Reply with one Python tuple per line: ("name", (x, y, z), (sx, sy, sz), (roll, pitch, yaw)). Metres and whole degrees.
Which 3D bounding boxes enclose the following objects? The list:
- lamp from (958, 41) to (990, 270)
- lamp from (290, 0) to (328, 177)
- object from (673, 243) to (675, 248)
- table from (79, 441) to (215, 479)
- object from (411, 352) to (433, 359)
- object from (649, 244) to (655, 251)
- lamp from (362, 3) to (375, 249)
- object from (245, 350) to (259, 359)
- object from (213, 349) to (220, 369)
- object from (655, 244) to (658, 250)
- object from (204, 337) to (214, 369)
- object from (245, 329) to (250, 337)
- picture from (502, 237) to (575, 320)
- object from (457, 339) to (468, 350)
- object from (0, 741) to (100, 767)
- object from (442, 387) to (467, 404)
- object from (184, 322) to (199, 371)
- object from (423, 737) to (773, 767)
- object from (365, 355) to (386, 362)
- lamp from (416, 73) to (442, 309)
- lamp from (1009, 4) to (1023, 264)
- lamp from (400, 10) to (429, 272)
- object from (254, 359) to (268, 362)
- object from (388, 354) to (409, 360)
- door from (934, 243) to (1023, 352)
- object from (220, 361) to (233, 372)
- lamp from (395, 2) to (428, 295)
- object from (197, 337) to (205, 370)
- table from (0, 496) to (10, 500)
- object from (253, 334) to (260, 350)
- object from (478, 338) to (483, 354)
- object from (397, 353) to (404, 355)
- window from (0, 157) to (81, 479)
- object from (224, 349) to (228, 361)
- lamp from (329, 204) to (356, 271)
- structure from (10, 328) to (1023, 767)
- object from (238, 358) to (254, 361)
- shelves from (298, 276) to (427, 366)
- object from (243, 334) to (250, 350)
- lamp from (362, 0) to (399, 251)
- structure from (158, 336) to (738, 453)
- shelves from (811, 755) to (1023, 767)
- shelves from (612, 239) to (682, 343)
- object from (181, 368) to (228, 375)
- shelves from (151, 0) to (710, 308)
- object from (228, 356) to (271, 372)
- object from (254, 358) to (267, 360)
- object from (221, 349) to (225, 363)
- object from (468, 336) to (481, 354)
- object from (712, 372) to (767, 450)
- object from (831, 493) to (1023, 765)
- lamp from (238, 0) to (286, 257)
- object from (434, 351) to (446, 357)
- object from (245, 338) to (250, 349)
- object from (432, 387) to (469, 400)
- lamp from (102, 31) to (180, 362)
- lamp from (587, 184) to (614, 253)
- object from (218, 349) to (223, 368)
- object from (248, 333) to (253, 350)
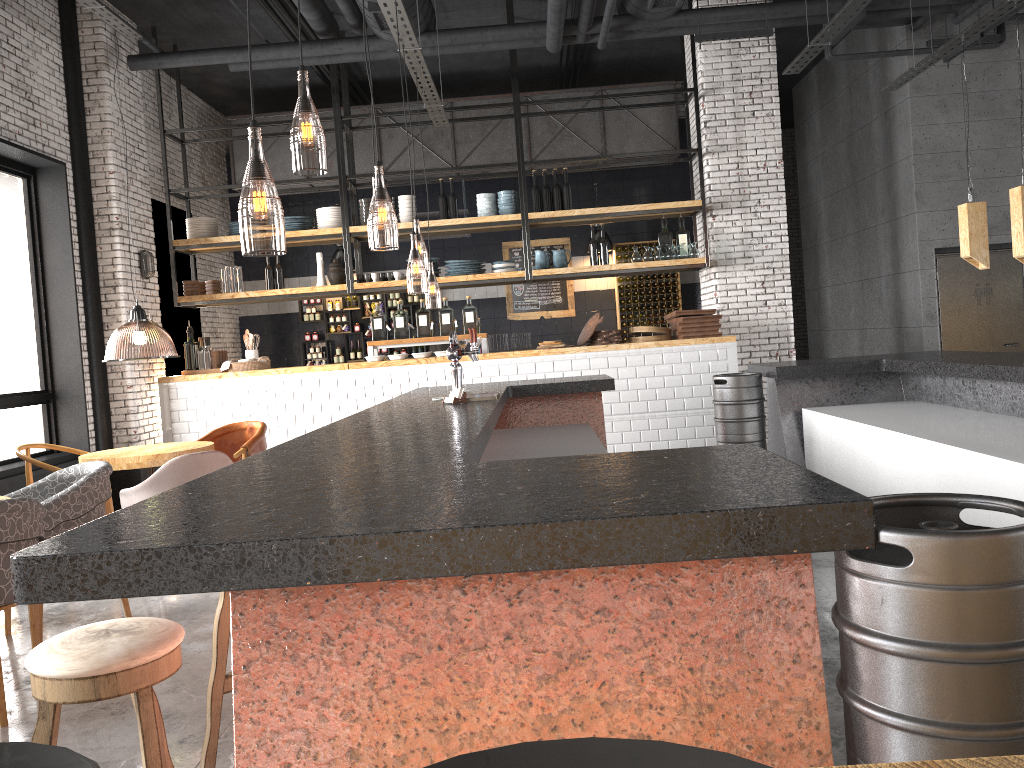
("lamp", (3.061, -1.536, 5.940), (0.127, 1.546, 0.127), (-4, 2, 2))
("lamp", (-0.668, -1.434, 2.663), (0.108, 1.598, 0.108), (-3, 2, 34))
("object", (2.247, -1.937, 12.427), (0.079, 0.079, 0.284), (-4, 3, 2))
("table", (-2.675, 0.891, 6.601), (0.932, 0.809, 0.933), (-2, 3, 44))
("object", (-0.919, -0.292, 9.059), (0.216, 0.055, 0.324), (-4, 3, 2))
("object", (1.964, -1.916, 12.412), (0.079, 0.079, 0.284), (-4, 3, 2))
("lamp", (-0.632, -1.394, 3.862), (0.108, 1.598, 0.108), (-3, 2, 34))
("object", (-2.735, -0.256, 9.342), (0.129, 0.204, 0.129), (-3, 2, 37))
("object", (-3.086, -0.239, 9.262), (0.056, 0.249, 0.056), (-5, 2, -36))
("object", (2.058, -1.923, 12.413), (0.079, 0.079, 0.284), (-4, 3, 2))
("object", (-3.173, -0.307, 9.272), (0.070, 0.367, 0.107), (-4, 2, 1))
("object", (-2.784, -0.437, 9.386), (0.090, 0.289, 0.017), (-3, 2, 38))
("picture", (0.385, -1.504, 12.767), (0.980, 1.141, 0.021), (-4, 2, 1))
("object", (-0.501, -0.377, 9.060), (0.122, 0.165, 0.112), (-3, 2, 36))
("object", (-0.319, 0.256, 0.400), (0.257, 0.076, 0.257), (-2, 3, 39))
("object", (-0.328, 0.063, 5.040), (0.091, 0.091, 0.177), (-5, 3, -23))
("object", (-3.348, -0.387, 9.259), (0.106, 0.554, 0.157), (-4, 2, 1))
("object", (0.031, 0.236, 0.374), (0.306, 0.039, 0.306), (-5, 3, -16))
("object", (-1.391, -0.258, 9.062), (0.216, 0.055, 0.324), (-4, 3, 2))
("lamp", (-0.571, -1.290, 5.807), (0.108, 1.598, 0.108), (-3, 2, 34))
("lamp", (3.047, -1.475, 5.290), (0.127, 1.606, 0.127), (-4, 2, 2))
("lamp", (-0.599, -1.460, 5.212), (0.108, 1.598, 0.108), (-3, 2, 34))
("object", (-2.619, -0.218, 9.236), (0.161, 0.075, 0.160), (-6, 3, -35))
("object", (-1.158, -0.275, 9.043), (0.216, 0.059, 0.324), (-4, 3, 2))
("door", (5.226, -0.486, 9.851), (1.120, 2.102, 0.158), (-4, 2, 1))
("object", (-2.866, -0.190, 9.174), (0.187, 0.110, 0.283), (-2, 3, 38))
("lamp", (-0.544, -1.263, 4.563), (0.108, 1.598, 0.108), (-5, 2, -17))
("object", (-3.238, -0.302, 9.272), (0.070, 0.367, 0.107), (-4, 2, 1))
("table", (-2.870, 1.018, 4.202), (0.933, 0.809, 0.932), (-6, 3, -41))
("object", (-2.708, -0.347, 9.337), (0.123, 0.358, 0.076), (-4, 2, 17))
("object", (-0.358, -0.390, 9.113), (0.122, 0.165, 0.112), (-5, 2, -34))
("object", (-1.128, -0.297, 8.954), (0.043, 0.023, 0.202), (-5, 3, -27))
("window", (-4.257, -0.612, 7.414), (0.365, 2.695, 1.536), (-4, 2, 2))
("object", (-3.080, -0.251, 9.523), (0.056, 0.249, 0.056), (-5, 2, -36))
("lamp", (-2.430, -2.067, 12.528), (0.390, 0.937, 0.390), (-4, 2, 4))
("structure", (1.321, 0.363, 4.459), (4.310, 1.532, 5.881), (-4, 3, 2))
("object", (-2.728, -0.223, 9.115), (0.160, 0.078, 0.161), (-5, 3, -20))
("shelves", (-2.126, -0.744, 12.679), (1.761, 1.481, 0.157), (-4, 2, 1))
("object", (-2.785, -0.352, 9.359), (0.087, 0.356, 0.026), (-3, 2, 24))
("lamp", (-0.520, -1.222, 3.242), (0.108, 1.460, 0.108), (-5, 2, -27))
("structure", (-0.608, 0.362, 9.611), (5.800, 1.345, 1.512), (-4, 2, 1))
("shelves", (1.092, -1.199, 0.318), (3.659, 5.016, 0.690), (-4, 2, 1))
("shelves", (1.943, -0.928, 12.529), (0.889, 2.147, 0.251), (-4, 2, 2))
("object", (-3.214, -0.133, 9.380), (0.411, 0.050, 0.411), (-4, 3, 1))
("shelves", (-0.865, -2.570, 9.607), (5.676, 3.065, 0.598), (-4, 2, 1))
("object", (-2.737, -0.201, 9.221), (0.437, 0.156, 0.419), (-5, 3, -26))
("object", (-2.622, -0.237, 9.237), (0.161, 0.078, 0.160), (-6, 3, -35))
("object", (-3.082, -0.247, 9.436), (0.056, 0.249, 0.056), (-5, 2, -36))
("object", (-0.372, -0.395, 8.986), (0.128, 0.189, 0.123), (-4, 2, 10))
("object", (1.777, 0.439, 6.875), (0.399, 1.034, 0.398), (-3, 2, 37))
("object", (0.835, 0.752, 1.679), (0.399, 1.034, 0.398), (-3, 2, 37))
("lamp", (-0.659, -1.111, 2.132), (0.108, 1.598, 0.108), (-3, 2, 34))
("object", (-0.688, -0.310, 9.037), (0.216, 0.060, 0.324), (-4, 3, 2))
("object", (-2.763, -0.320, 9.331), (0.071, 0.328, 0.052), (-6, 2, -43))
("object", (-0.394, 0.021, 5.869), (0.200, 0.106, 0.767), (-4, 3, 2))
("lamp", (-2.822, -1.379, 6.515), (0.536, 2.404, 0.537), (-3, 2, 43))
("lamp", (1.205, -2.325, 12.400), (0.390, 0.937, 0.390), (-4, 2, 4))
("object", (-3.084, -0.243, 9.349), (0.056, 0.249, 0.056), (-5, 2, -36))
("object", (-2.730, -0.348, 9.290), (0.033, 0.370, 0.137), (-5, 2, -32))
